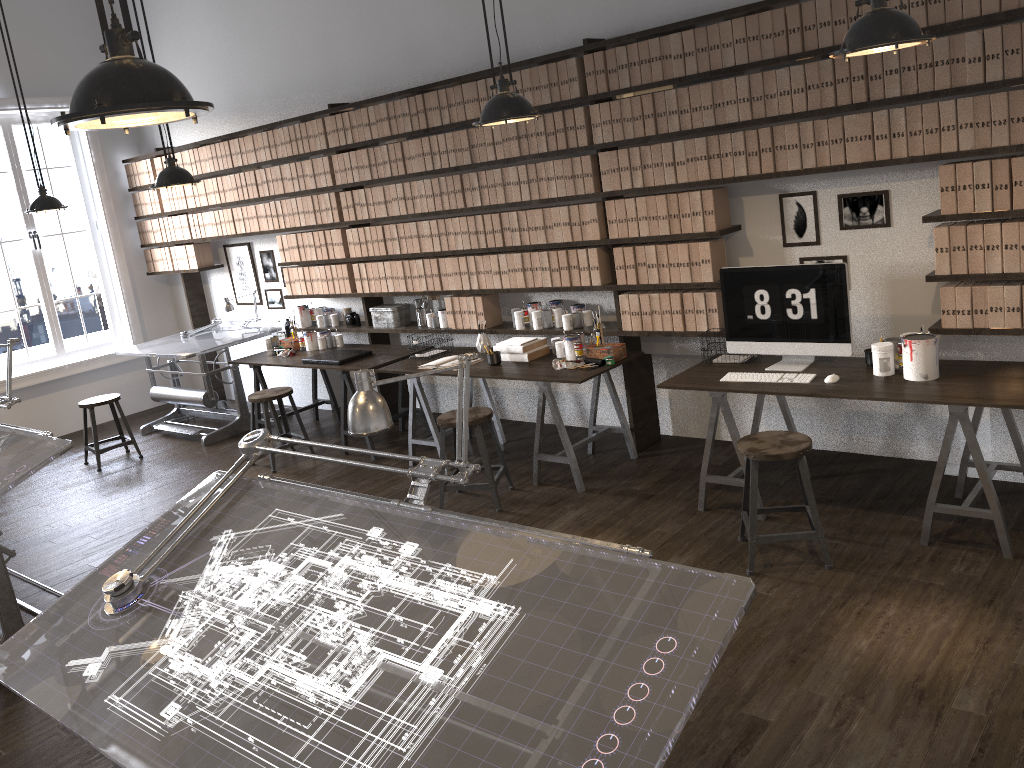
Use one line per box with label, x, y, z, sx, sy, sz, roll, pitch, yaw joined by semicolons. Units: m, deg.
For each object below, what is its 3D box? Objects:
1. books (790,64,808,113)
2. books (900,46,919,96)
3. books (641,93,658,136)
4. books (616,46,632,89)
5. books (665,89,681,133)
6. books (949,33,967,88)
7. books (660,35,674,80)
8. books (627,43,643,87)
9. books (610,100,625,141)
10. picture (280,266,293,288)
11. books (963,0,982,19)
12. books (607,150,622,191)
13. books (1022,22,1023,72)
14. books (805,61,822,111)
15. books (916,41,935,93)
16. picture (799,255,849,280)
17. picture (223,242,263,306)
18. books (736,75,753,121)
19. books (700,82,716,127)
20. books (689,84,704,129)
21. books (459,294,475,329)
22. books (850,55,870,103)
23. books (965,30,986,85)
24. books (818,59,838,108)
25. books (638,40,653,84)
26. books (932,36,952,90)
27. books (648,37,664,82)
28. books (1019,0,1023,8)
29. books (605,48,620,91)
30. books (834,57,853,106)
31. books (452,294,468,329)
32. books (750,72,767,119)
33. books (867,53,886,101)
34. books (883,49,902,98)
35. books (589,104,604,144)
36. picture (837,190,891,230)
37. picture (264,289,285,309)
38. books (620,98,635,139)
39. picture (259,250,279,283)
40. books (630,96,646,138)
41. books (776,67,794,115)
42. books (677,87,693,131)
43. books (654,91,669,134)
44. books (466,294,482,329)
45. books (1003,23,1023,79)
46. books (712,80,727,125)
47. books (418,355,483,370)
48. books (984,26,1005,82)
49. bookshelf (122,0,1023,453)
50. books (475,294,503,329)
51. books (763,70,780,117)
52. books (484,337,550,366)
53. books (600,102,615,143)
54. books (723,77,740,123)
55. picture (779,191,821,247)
books;1.434;-1.442;4.328;0.067;0.223;0.176;1;15;41
books;1.820;-1.421;4.006;0.067;0.223;0.176;1;15;41
books;0.797;-1.482;4.875;0.067;0.224;0.176;1;15;41
books;0.661;-1.755;4.909;0.067;0.223;0.176;1;15;41
books;0.909;-1.475;4.781;0.067;0.223;0.176;1;15;41
books;1.975;-1.411;3.871;0.067;0.223;0.176;1;15;41
books;0.873;-1.743;4.732;0.067;0.223;0.176;1;15;41
books;0.718;-1.753;4.866;0.067;0.223;0.176;1;15;41
books;0.643;-1.491;5.006;0.067;0.224;0.176;1;15;41
picture;-1.904;-0.928;7.652;0.251;0.182;0.023;3;15;41
books;1.980;-1.675;3.781;0.067;0.223;0.176;1;15;41
books;0.635;-1.235;5.094;0.067;0.224;0.176;1;15;41
books;2.185;-1.398;3.694;0.067;0.223;0.176;1;15;41
books;1.489;-1.439;4.281;0.067;0.224;0.176;1;15;41
books;1.874;-1.417;3.960;0.067;0.223;0.176;1;15;41
picture;1.641;-0.581;4.655;0.251;0.182;0.023;3;15;41
picture;-2.460;-1.002;8.102;0.415;0.569;0.040;2;15;41
books;1.221;-1.456;4.513;0.067;0.224;0.176;1;15;41
books;1.067;-1.465;4.643;0.067;0.224;0.176;1;15;41
books;1.019;-1.470;4.692;0.067;0.223;0.176;1;15;41
books;-0.267;-0.508;6.125;0.067;0.223;0.176;1;15;41
books;1.652;-1.429;4.143;0.067;0.224;0.176;1;15;41
books;2.021;-1.407;3.829;0.067;0.223;0.176;1;15;41
books;1.540;-1.437;4.243;0.067;0.223;0.176;1;15;41
books;0.771;-1.750;4.820;0.067;0.223;0.176;1;15;41
books;1.921;-1.412;3.911;0.067;0.224;0.176;1;15;41
books;0.819;-1.745;4.772;0.067;0.224;0.176;1;15;41
books;2.139;-1.665;3.646;0.067;0.223;0.176;1;15;41
books;0.610;-1.760;4.959;0.067;0.223;0.176;1;15;41
books;1.599;-1.434;4.196;0.067;0.223;0.176;1;15;41
books;-0.321;-0.511;6.171;0.067;0.223;0.176;1;15;41
books;1.277;-1.454;4.470;0.067;0.223;0.176;1;15;41
books;1.712;-1.427;4.099;0.067;0.223;0.176;1;15;41
books;1.763;-1.423;4.049;0.067;0.223;0.176;1;15;41
books;0.535;-1.499;5.103;0.067;0.223;0.176;1;15;41
picture;1.769;-0.873;4.450;0.251;0.182;0.023;3;15;41
picture;-2.111;-0.758;7.888;0.251;0.182;0.023;3;15;41
books;0.693;-1.489;4.968;0.067;0.223;0.176;1;15;41
picture;-2.144;-1.040;7.828;0.201;0.282;0.022;2;15;40
books;0.745;-1.487;4.928;0.067;0.223;0.176;1;15;41
books;1.381;-1.447;4.378;0.067;0.223;0.176;1;15;41
books;0.965;-1.473;4.738;0.067;0.223;0.176;1;15;41
books;0.858;-1.480;4.831;0.067;0.223;0.176;1;15;41
books;-0.216;-0.504;6.075;0.067;0.223;0.176;1;15;41
books;2.131;-1.401;3.738;0.067;0.223;0.176;1;15;41
books;1.120;-1.463;4.603;0.067;0.223;0.176;1;15;41
books;-0.394;-0.138;5.663;0.355;0.029;0.258;4;18;41
books;2.075;-1.403;3.781;0.067;0.224;0.176;1;15;41
bookshelf;0.067;-0.485;5.953;9.185;3.177;0.377;3;16;41
books;-0.159;-0.502;6.033;0.067;0.223;0.176;1;15;41
books;1.331;-1.451;4.426;0.067;0.223;0.176;1;15;41
books;0.012;-0.221;5.525;0.295;0.146;0.389;3;17;40
books;0.588;-1.494;5.053;0.067;0.223;0.176;1;15;41
books;1.167;-1.460;4.561;0.067;0.223;0.176;1;15;41
picture;1.519;-0.869;4.673;0.201;0.282;0.022;2;15;40
